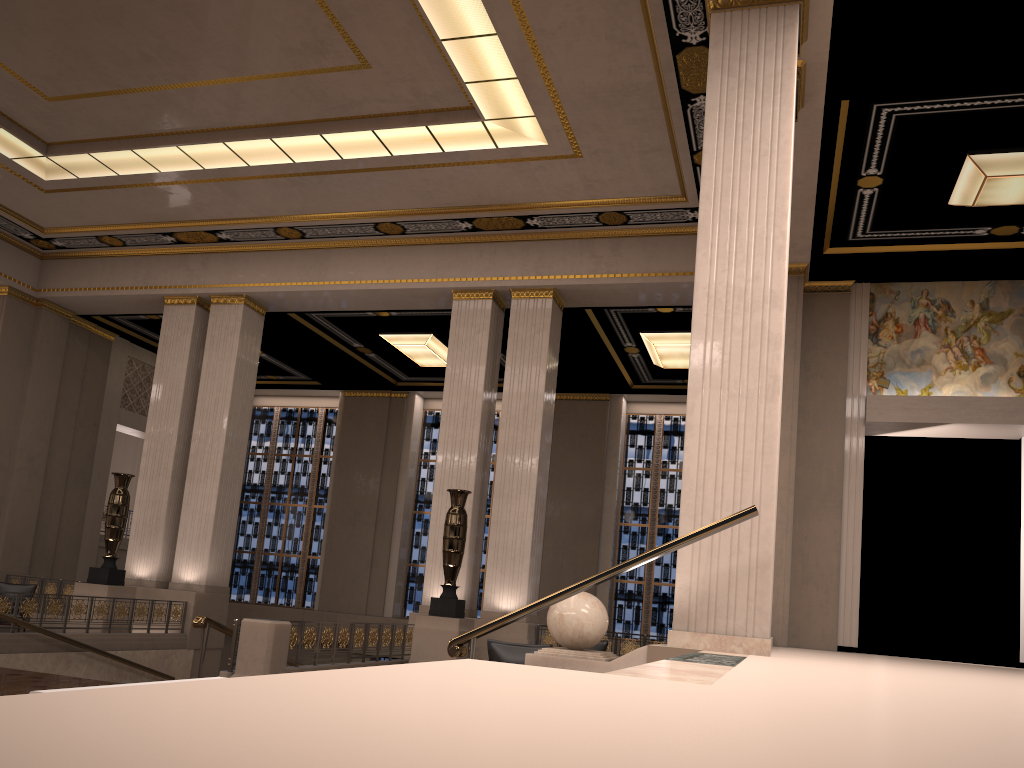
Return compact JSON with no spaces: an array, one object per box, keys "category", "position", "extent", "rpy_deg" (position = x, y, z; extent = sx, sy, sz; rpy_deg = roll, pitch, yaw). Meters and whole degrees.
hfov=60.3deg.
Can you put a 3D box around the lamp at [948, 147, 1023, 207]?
[{"category":"lamp","position":[5.933,-2.278,9.876],"extent":[1.714,0.210,1.194],"rpy_deg":[1,-15,17]}]

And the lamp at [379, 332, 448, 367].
[{"category":"lamp","position":[-1.882,-0.688,18.812],"extent":[1.166,0.210,2.061],"rpy_deg":[1,-15,17]}]

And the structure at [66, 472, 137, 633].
[{"category":"structure","position":[-6.569,2.845,14.412],"extent":[0.699,2.743,0.713],"rpy_deg":[3,-9,17]}]

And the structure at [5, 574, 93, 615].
[{"category":"structure","position":[-8.397,3.936,16.286],"extent":[2.532,0.644,0.033],"rpy_deg":[1,-9,17]}]

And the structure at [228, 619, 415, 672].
[{"category":"structure","position":[-2.205,3.344,11.375],"extent":[0.079,0.527,5.045],"rpy_deg":[3,-14,17]}]

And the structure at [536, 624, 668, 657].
[{"category":"structure","position":[1.574,4.048,13.215],"extent":[2.532,0.644,0.033],"rpy_deg":[1,-9,17]}]

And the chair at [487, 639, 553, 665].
[{"category":"chair","position":[0.113,2.983,8.759],"extent":[0.647,0.830,0.732],"rpy_deg":[2,-11,17]}]

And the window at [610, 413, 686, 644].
[{"category":"window","position":[3.947,3.333,20.429],"extent":[2.983,5.272,0.070],"rpy_deg":[2,-9,17]}]

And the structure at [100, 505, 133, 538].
[{"category":"structure","position":[-8.907,3.254,20.405],"extent":[0.031,0.655,2.203],"rpy_deg":[3,-14,17]}]

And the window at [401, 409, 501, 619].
[{"category":"window","position":[-1.094,3.276,21.981],"extent":[2.983,5.272,0.070],"rpy_deg":[2,-9,17]}]

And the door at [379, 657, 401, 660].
[{"category":"door","position":[-2.720,7.945,21.167],"extent":[1.489,2.680,0.158],"rpy_deg":[2,-9,17]}]

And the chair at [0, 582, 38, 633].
[{"category":"chair","position":[-8.543,3.798,14.972],"extent":[0.650,0.830,0.728],"rpy_deg":[8,-11,-17]}]

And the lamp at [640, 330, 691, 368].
[{"category":"lamp","position":[3.227,-0.631,17.239],"extent":[1.166,0.210,2.061],"rpy_deg":[1,-15,17]}]

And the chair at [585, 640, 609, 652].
[{"category":"chair","position":[0.943,3.905,12.055],"extent":[0.647,0.830,0.732],"rpy_deg":[3,-11,12]}]

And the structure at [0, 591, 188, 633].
[{"category":"structure","position":[-6.246,3.299,12.619],"extent":[0.079,0.527,5.045],"rpy_deg":[3,-14,18]}]

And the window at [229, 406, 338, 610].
[{"category":"window","position":[-5.966,3.222,23.481],"extent":[2.983,5.272,0.070],"rpy_deg":[2,-9,17]}]

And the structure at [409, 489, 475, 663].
[{"category":"structure","position":[-0.908,2.909,12.668],"extent":[0.699,2.743,0.713],"rpy_deg":[3,-9,17]}]
